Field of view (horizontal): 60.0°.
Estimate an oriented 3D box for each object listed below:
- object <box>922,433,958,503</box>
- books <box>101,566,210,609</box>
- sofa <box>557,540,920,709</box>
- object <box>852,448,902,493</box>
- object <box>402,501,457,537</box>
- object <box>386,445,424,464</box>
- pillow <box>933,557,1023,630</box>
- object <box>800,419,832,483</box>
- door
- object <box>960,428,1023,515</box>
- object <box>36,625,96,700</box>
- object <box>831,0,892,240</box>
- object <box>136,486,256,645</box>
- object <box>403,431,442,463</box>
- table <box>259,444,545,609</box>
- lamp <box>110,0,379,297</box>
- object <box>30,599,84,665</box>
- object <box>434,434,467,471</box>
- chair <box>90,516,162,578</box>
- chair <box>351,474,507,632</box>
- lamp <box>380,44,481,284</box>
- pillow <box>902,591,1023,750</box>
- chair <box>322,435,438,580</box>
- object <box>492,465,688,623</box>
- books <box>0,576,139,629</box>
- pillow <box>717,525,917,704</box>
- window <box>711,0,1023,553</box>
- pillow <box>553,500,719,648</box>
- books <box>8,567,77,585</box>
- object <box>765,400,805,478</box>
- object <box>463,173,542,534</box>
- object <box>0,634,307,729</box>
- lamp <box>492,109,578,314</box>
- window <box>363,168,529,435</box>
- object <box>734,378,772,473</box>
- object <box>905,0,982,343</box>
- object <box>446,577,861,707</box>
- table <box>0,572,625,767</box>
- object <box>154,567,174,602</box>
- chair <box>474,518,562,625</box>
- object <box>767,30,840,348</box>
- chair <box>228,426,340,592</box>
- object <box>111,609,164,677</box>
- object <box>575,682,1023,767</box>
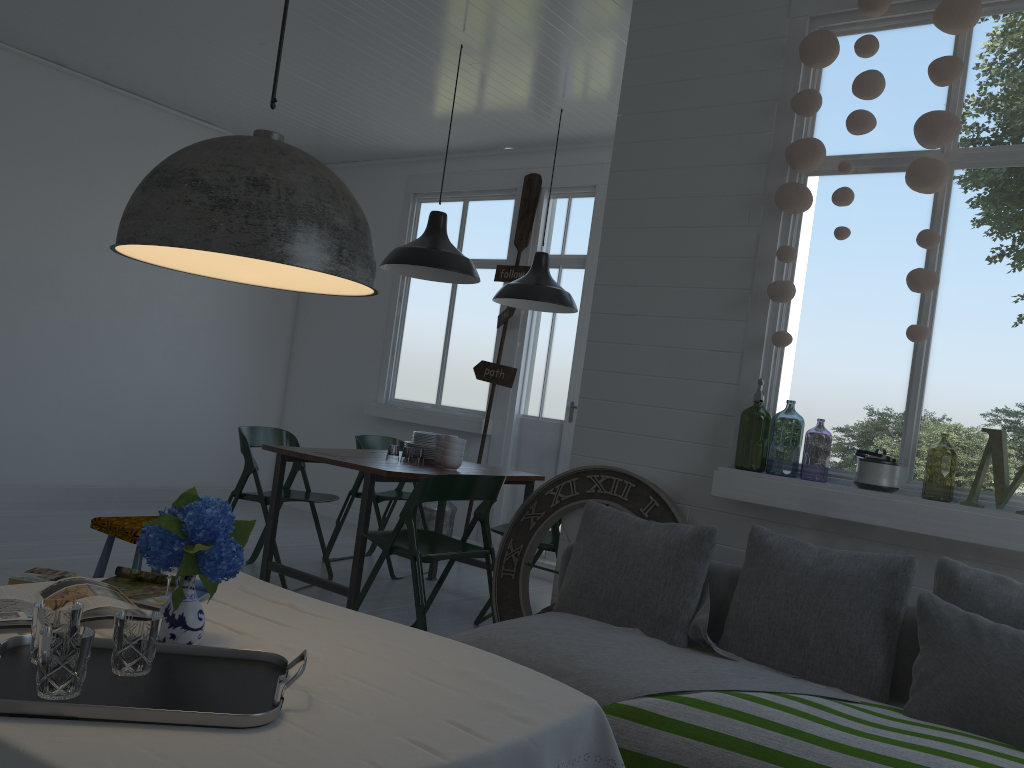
[{"bbox_3d":[1.696,0.330,3.507,0.111,0.270,0.110,8,-1,-35],"label":"object"},{"bbox_3d":[-1.010,0.557,2.436,0.300,0.043,0.229,8,-1,11],"label":"books"},{"bbox_3d":[0.616,1.108,1.821,3.390,0.899,3.412,7,-2,36],"label":"sofa"},{"bbox_3d":[1.504,0.352,3.656,0.186,0.174,0.208,8,-1,17],"label":"object"},{"bbox_3d":[-0.703,1.113,7.612,0.450,0.725,0.451,8,-1,17],"label":"object"},{"bbox_3d":[-0.673,0.451,5.682,0.172,0.098,0.241,7,-2,41],"label":"object"},{"bbox_3d":[1.683,0.910,2.911,0.638,0.561,0.279,7,-1,37],"label":"pillow"},{"bbox_3d":[1.304,0.283,3.790,0.111,0.270,0.110,8,-1,-35],"label":"object"},{"bbox_3d":[0.529,-0.119,7.375,1.608,3.480,0.254,7,-1,37],"label":"door"},{"bbox_3d":[1.897,0.334,3.353,0.052,0.311,0.330,8,-1,-43],"label":"object"},{"bbox_3d":[-0.832,0.517,1.645,0.096,0.119,0.095,8,-1,-29],"label":"object"},{"bbox_3d":[1.494,-1.151,3.794,0.153,1.088,0.150,8,0,-18],"label":"object"},{"bbox_3d":[-0.728,0.423,2.030,0.236,0.377,0.266,7,-1,39],"label":"object"},{"bbox_3d":[-0.576,0.424,5.942,0.300,0.195,0.305,8,-1,-17],"label":"object"},{"bbox_3d":[-0.697,0.959,5.787,1.170,0.929,1.697,7,-1,34],"label":"table"},{"bbox_3d":[-0.473,-1.271,2.078,0.600,2.044,0.601,8,-1,7],"label":"lamp"},{"bbox_3d":[-0.932,0.507,1.807,0.096,0.119,0.095,8,-1,-29],"label":"object"},{"bbox_3d":[-0.399,0.429,5.635,0.150,0.216,0.309,8,-1,-20],"label":"object"},{"bbox_3d":[-1.804,0.961,4.353,0.419,0.562,0.420,7,-1,37],"label":"chair"},{"bbox_3d":[-0.428,0.946,4.765,0.729,1.006,0.652,7,-1,37],"label":"chair"},{"bbox_3d":[-0.423,-1.446,5.704,0.649,1.499,0.651,7,-1,33],"label":"lamp"},{"bbox_3d":[1.535,0.945,2.843,0.278,0.445,0.527,8,-1,-38],"label":"pillow"},{"bbox_3d":[-0.943,0.930,6.857,0.729,1.006,0.652,7,-1,27],"label":"chair"},{"bbox_3d":[0.353,0.958,4.261,1.110,1.138,0.585,7,-1,22],"label":"object"},{"bbox_3d":[-1.130,0.527,2.151,0.423,0.049,0.300,9,-2,-38],"label":"books"},{"bbox_3d":[1.134,0.844,3.337,0.640,0.520,0.281,7,-1,37],"label":"pillow"},{"bbox_3d":[1.712,-0.607,3.624,1.480,2.398,0.254,7,-1,37],"label":"window"},{"bbox_3d":[0.499,0.794,3.696,0.638,0.521,0.279,7,-1,36],"label":"pillow"},{"bbox_3d":[-1.525,0.632,2.888,0.133,0.022,0.189,8,-1,-2],"label":"books"},{"bbox_3d":[1.199,0.238,3.880,0.137,0.335,0.138,7,-1,44],"label":"object"},{"bbox_3d":[-0.106,-0.181,7.692,0.362,3.420,0.412,8,0,-21],"label":"object"},{"bbox_3d":[-0.742,0.556,1.759,0.651,0.092,0.398,8,-1,-11],"label":"object"},{"bbox_3d":[0.274,-1.326,6.650,0.650,1.499,0.650,8,-1,-8],"label":"lamp"},{"bbox_3d":[-0.623,-0.807,8.306,1.480,2.398,0.254,7,-1,37],"label":"window"},{"bbox_3d":[1.084,0.181,3.949,0.136,0.415,0.136,7,-1,34],"label":"object"},{"bbox_3d":[1.715,-0.874,3.606,0.197,1.426,0.200,8,-1,-43],"label":"object"},{"bbox_3d":[0.231,1.102,3.399,1.685,0.924,1.212,8,-1,-13],"label":"object"},{"bbox_3d":[-0.727,0.966,2.039,1.668,0.725,1.329,7,-2,38],"label":"table"},{"bbox_3d":[-0.912,0.482,2.371,0.098,0.191,0.098,8,-1,-33],"label":"object"},{"bbox_3d":[0.225,1.059,5.654,0.730,1.006,0.652,8,-1,17],"label":"chair"},{"bbox_3d":[1.273,-0.855,3.926,0.193,1.404,0.197,8,0,-3],"label":"object"},{"bbox_3d":[-1.578,0.820,5.994,0.730,1.006,0.652,8,-1,17],"label":"chair"},{"bbox_3d":[-0.771,0.530,1.813,0.095,0.119,0.096,7,-1,21],"label":"object"},{"bbox_3d":[1.029,1.260,2.664,3.160,0.473,1.045,7,-2,37],"label":"object"}]
